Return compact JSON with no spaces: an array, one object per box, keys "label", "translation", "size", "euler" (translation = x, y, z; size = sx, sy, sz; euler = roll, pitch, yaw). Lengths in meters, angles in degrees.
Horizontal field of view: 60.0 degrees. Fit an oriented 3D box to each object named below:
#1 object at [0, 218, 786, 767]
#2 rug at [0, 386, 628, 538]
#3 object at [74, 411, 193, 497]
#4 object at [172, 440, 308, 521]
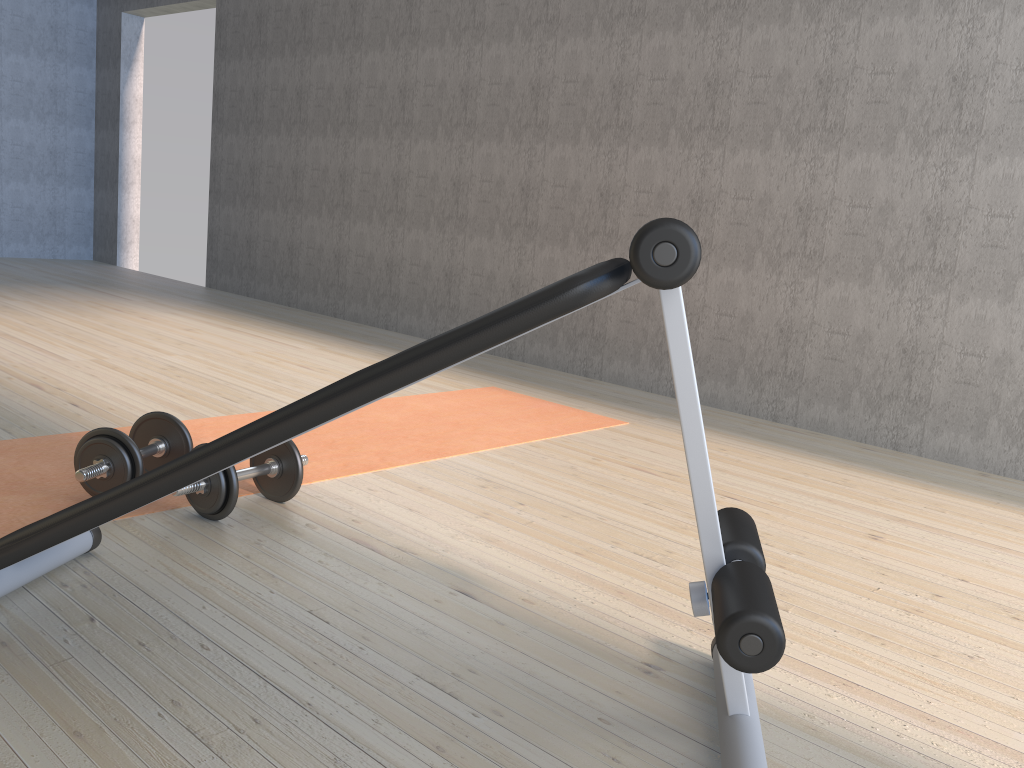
[{"label":"object","translation":[-0.240,0.085,1.351],"size":[1.312,0.746,0.505],"euler":[8,11,9]},{"label":"rug","translation":[-0.727,0.181,2.625],"size":[0.716,0.002,2.779],"euler":[15,14,39]},{"label":"object","translation":[-0.886,0.169,2.090],"size":[0.176,0.176,0.385],"euler":[8,11,12]},{"label":"object","translation":[-0.624,0.210,2.068],"size":[0.176,0.176,0.385],"euler":[12,12,31]}]
